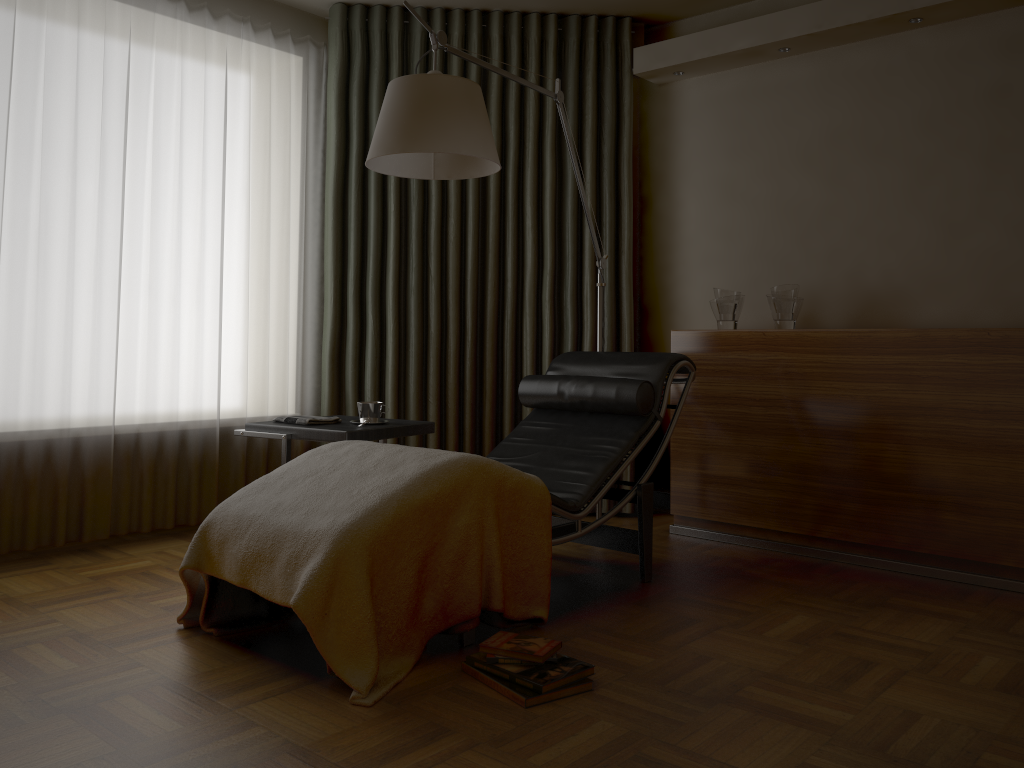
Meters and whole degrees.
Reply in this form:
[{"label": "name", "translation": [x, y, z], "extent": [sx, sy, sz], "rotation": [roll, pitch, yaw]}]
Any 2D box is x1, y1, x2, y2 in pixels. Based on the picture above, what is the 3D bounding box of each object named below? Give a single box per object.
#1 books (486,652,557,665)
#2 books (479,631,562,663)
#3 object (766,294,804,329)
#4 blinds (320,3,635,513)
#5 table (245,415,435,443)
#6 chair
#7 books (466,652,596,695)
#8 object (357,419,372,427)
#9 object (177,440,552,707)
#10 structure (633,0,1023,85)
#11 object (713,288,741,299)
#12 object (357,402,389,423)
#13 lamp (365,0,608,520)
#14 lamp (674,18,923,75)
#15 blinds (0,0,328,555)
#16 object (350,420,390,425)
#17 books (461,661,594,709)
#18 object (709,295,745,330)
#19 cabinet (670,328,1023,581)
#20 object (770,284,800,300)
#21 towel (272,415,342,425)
[{"label": "books", "translation": [0.025, 0.673, 2.212], "extent": [0.173, 0.018, 0.123], "rotation": [1, 2, 1]}, {"label": "books", "translation": [0.022, 0.655, 2.206], "extent": [0.173, 0.018, 0.123], "rotation": [2, 3, 26]}, {"label": "object", "translation": [1.159, -0.307, 3.750], "extent": [0.155, 0.155, 0.155], "rotation": [1, 0, 32]}, {"label": "blinds", "translation": [-0.162, -0.615, 4.348], "extent": [1.532, 2.461, 0.223], "rotation": [1, -3, -4]}, {"label": "table", "translation": [-0.652, 0.170, 3.387], "extent": [0.517, 0.045, 0.499], "rotation": [2, 3, 33]}, {"label": "chair", "translation": [-0.057, 0.290, 2.972], "extent": [0.635, 0.799, 1.786], "rotation": [0, 1, 41]}, {"label": "books", "translation": [0.044, 0.694, 2.181], "extent": [0.189, 0.020, 0.265], "rotation": [-2, 3, -44]}, {"label": "object", "translation": [-0.546, 0.143, 3.248], "extent": [0.029, 0.019, 0.123], "rotation": [1, 2, 10]}, {"label": "object", "translation": [-0.420, 0.452, 2.579], "extent": [0.917, 0.522, 0.908], "rotation": [2, 2, 42]}, {"label": "structure", "translation": [1.509, -1.560, 3.753], "extent": [2.179, 0.130, 0.273], "rotation": [3, 3, 41]}, {"label": "object", "translation": [0.958, -0.355, 3.930], "extent": [0.122, 0.150, 0.122], "rotation": [0, -1, 23]}, {"label": "object", "translation": [-0.534, 0.109, 3.355], "extent": [0.098, 0.079, 0.110], "rotation": [1, 1, 43]}, {"label": "lamp", "translation": [0.074, -0.263, 3.261], "extent": [1.412, 1.974, 0.451], "rotation": [2, -2, -45]}, {"label": "lamp", "translation": [1.235, -1.518, 3.976], "extent": [1.157, 0.028, 0.050], "rotation": [3, 2, 41]}, {"label": "blinds", "translation": [-1.639, -0.533, 3.532], "extent": [0.092, 2.298, 2.193], "rotation": [-2, -2, 41]}, {"label": "object", "translation": [-0.539, 0.145, 3.348], "extent": [0.150, 0.009, 0.150], "rotation": [-2, 3, -43]}, {"label": "books", "translation": [0.034, 0.715, 2.166], "extent": [0.200, 0.022, 0.280], "rotation": [-1, 3, -34]}, {"label": "object", "translation": [0.957, -0.317, 3.928], "extent": [0.156, 0.155, 0.155], "rotation": [1, 0, -2]}, {"label": "cabinet", "translation": [1.466, 0.216, 3.510], "extent": [1.674, 0.865, 0.415], "rotation": [2, 0, 41]}, {"label": "object", "translation": [1.159, -0.346, 3.752], "extent": [0.122, 0.150, 0.122], "rotation": [0, -1, 21]}, {"label": "towel", "translation": [-0.774, 0.138, 3.366], "extent": [0.178, 0.035, 0.241], "rotation": [-2, 3, -45]}]
